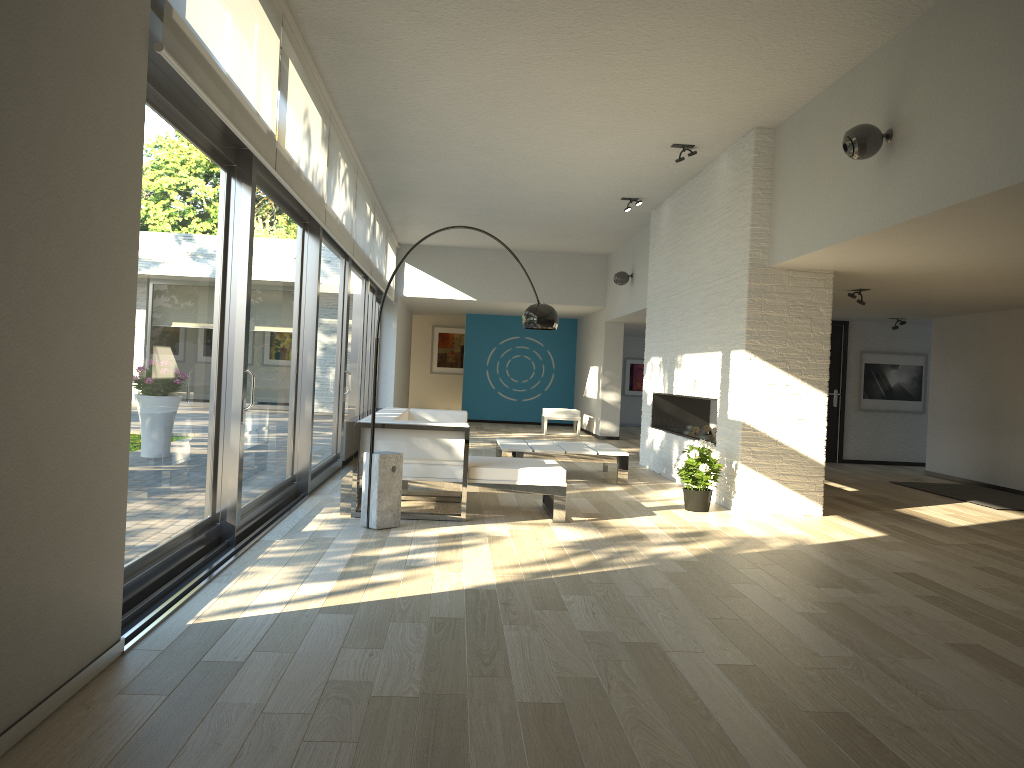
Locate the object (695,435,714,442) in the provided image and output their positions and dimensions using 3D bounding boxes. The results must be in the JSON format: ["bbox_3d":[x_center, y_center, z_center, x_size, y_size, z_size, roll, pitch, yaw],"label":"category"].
[{"bbox_3d":[1.903,0.548,8.764,0.075,0.074,0.246,3,1,-25],"label":"object"}]

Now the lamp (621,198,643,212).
[{"bbox_3d":[1.349,-2.014,9.987,0.234,0.153,0.135,3,0,-4],"label":"lamp"}]

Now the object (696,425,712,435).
[{"bbox_3d":[1.960,0.500,9.060,0.093,0.170,0.272,3,0,-5],"label":"object"}]

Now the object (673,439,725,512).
[{"bbox_3d":[1.487,0.726,7.054,0.405,0.571,0.430,3,0,18],"label":"object"}]

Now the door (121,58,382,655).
[{"bbox_3d":[-0.915,-0.166,10.627,19.439,2.373,22.950,3,1,-4],"label":"door"}]

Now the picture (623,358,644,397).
[{"bbox_3d":[2.920,-0.132,19.309,0.958,0.828,0.017,3,0,-4],"label":"picture"}]

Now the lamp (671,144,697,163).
[{"bbox_3d":[1.492,-1.981,7.670,0.234,0.153,0.135,3,0,-4],"label":"lamp"}]

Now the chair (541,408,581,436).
[{"bbox_3d":[0.850,0.660,15.478,0.611,0.442,0.610,3,0,-4],"label":"chair"}]

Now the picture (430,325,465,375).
[{"bbox_3d":[-1.305,-0.814,21.809,1.378,1.191,0.017,3,0,-4],"label":"picture"}]

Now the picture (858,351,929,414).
[{"bbox_3d":[5.251,-0.023,12.211,0.958,0.828,0.017,3,0,-4],"label":"picture"}]

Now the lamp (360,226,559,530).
[{"bbox_3d":[-0.265,-0.084,6.218,0.283,2.024,1.753,3,0,39],"label":"lamp"}]

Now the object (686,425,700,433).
[{"bbox_3d":[1.937,0.478,9.494,0.082,0.073,0.237,3,1,-5],"label":"object"}]

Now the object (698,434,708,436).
[{"bbox_3d":[1.928,0.547,8.957,0.075,0.074,0.246,3,1,-5],"label":"object"}]

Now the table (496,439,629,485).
[{"bbox_3d":[0.470,0.783,9.082,1.220,0.305,1.220,3,1,-4],"label":"table"}]

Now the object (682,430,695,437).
[{"bbox_3d":[1.894,0.540,9.494,0.075,0.074,0.246,3,1,-5],"label":"object"}]

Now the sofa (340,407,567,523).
[{"bbox_3d":[-0.457,0.589,7.202,1.545,0.654,2.404,3,1,-4],"label":"sofa"}]

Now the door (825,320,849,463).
[{"bbox_3d":[4.116,0.089,12.165,0.920,1.947,0.108,3,0,-4],"label":"door"}]

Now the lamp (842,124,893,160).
[{"bbox_3d":[2.054,-1.384,5.078,0.315,0.203,0.201,3,0,-4],"label":"lamp"}]

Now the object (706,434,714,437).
[{"bbox_3d":[2.002,0.551,8.949,0.076,0.076,0.236,3,1,-5],"label":"object"}]

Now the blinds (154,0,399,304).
[{"bbox_3d":[-1.543,-1.714,8.736,0.056,0.984,11.530,3,1,-4],"label":"blinds"}]

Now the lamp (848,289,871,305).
[{"bbox_3d":[3.245,-0.810,8.313,0.135,0.153,0.234,3,0,-4],"label":"lamp"}]

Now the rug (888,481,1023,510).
[{"bbox_3d":[4.758,1.125,8.948,0.979,0.011,1.999,3,1,-4],"label":"rug"}]

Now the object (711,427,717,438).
[{"bbox_3d":[2.028,0.508,8.783,0.064,0.165,0.225,3,0,-5],"label":"object"}]

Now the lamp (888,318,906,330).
[{"bbox_3d":[4.955,-0.766,11.380,0.234,0.153,0.135,3,0,-4],"label":"lamp"}]

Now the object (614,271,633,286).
[{"bbox_3d":[1.593,-1.490,12.533,0.315,0.203,0.201,3,0,-4],"label":"object"}]

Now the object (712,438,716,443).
[{"bbox_3d":[1.963,0.555,8.389,0.075,0.074,0.246,3,1,-5],"label":"object"}]

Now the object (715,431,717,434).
[{"bbox_3d":[2.002,0.491,8.393,0.093,0.088,0.260,3,1,-5],"label":"object"}]

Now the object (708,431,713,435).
[{"bbox_3d":[2.043,0.511,8.986,0.064,0.060,0.229,3,1,-3],"label":"object"}]
